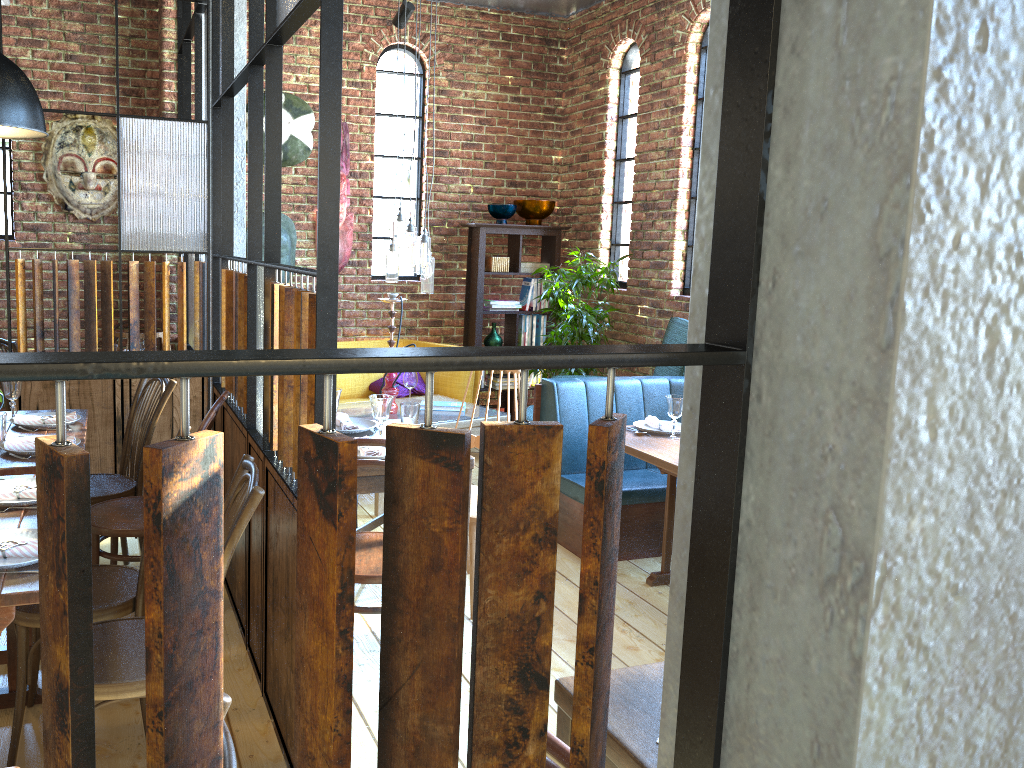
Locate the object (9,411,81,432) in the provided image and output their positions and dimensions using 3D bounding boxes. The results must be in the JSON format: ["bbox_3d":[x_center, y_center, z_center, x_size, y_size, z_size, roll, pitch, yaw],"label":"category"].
[{"bbox_3d":[-1.913,0.136,3.619,0.262,0.051,0.335,-1,9,-20],"label":"object"}]

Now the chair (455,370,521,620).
[{"bbox_3d":[-0.188,0.423,3.748,0.561,1.003,0.431,8,10,38],"label":"chair"}]

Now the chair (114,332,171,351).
[{"bbox_3d":[-2.069,0.195,4.859,0.512,1.003,0.472,-3,10,-36],"label":"chair"}]

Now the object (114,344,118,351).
[{"bbox_3d":[-2.418,-0.179,5.318,0.086,0.119,0.083,3,8,8],"label":"object"}]

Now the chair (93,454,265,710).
[{"bbox_3d":[-0.922,0.666,2.283,0.508,0.912,0.417,0,8,-18],"label":"chair"}]

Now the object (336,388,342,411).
[{"bbox_3d":[-0.728,0.116,3.516,0.103,0.191,0.094,9,11,42],"label":"object"}]

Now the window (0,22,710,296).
[{"bbox_3d":[0.802,-1.214,4.668,8.929,2.422,3.292,8,10,33],"label":"window"}]

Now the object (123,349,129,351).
[{"bbox_3d":[-2.453,-0.180,5.549,0.316,0.051,0.278,-1,9,-19],"label":"object"}]

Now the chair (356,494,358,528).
[{"bbox_3d":[-0.904,0.400,3.996,0.390,0.912,0.543,-2,9,-29],"label":"chair"}]

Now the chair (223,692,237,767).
[{"bbox_3d":[-0.575,0.877,0.996,0.508,0.912,0.417,0,8,-18],"label":"chair"}]

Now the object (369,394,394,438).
[{"bbox_3d":[-0.504,0.142,3.391,0.102,0.191,0.095,6,9,24],"label":"object"}]

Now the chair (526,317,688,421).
[{"bbox_3d":[0.587,0.133,5.431,1.036,1.094,0.807,2,8,2],"label":"chair"}]

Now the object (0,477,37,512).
[{"bbox_3d":[-1.453,0.307,2.613,0.262,0.051,0.335,-1,9,-20],"label":"object"}]

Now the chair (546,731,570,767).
[{"bbox_3d":[0.224,0.858,1.272,0.528,0.918,0.457,-2,9,-31],"label":"chair"}]

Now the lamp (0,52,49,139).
[{"bbox_3d":[-1.934,-1.572,3.101,0.521,1.322,0.539,1,8,-11],"label":"lamp"}]

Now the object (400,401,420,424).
[{"bbox_3d":[-0.425,0.139,3.656,0.081,0.119,0.088,-3,10,-33],"label":"object"}]

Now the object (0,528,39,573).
[{"bbox_3d":[-1.222,0.387,2.141,0.262,0.051,0.335,-1,9,-20],"label":"object"}]

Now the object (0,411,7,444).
[{"bbox_3d":[-1.881,0.166,3.204,0.080,0.119,0.088,-5,10,-40],"label":"object"}]

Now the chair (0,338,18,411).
[{"bbox_3d":[-2.779,0.161,5.179,0.423,0.912,0.500,7,9,31],"label":"chair"}]

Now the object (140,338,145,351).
[{"bbox_3d":[-2.220,-0.202,5.274,0.098,0.191,0.099,2,8,-3],"label":"object"}]

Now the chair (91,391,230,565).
[{"bbox_3d":[-1.369,0.482,3.386,0.546,0.918,0.443,1,8,-6],"label":"chair"}]

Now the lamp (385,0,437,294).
[{"bbox_3d":[-0.677,-1.588,5.101,0.506,2.113,0.288,3,8,3],"label":"lamp"}]

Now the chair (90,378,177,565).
[{"bbox_3d":[-1.737,0.414,3.750,0.498,0.912,0.424,-4,10,-38],"label":"chair"}]

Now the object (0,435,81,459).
[{"bbox_3d":[-1.707,0.208,3.196,0.262,0.051,0.335,-1,9,-20],"label":"object"}]

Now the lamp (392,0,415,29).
[{"bbox_3d":[-2.176,-1.936,1.993,6.065,0.273,7.484,-2,10,-23],"label":"lamp"}]

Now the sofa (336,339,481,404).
[{"bbox_3d":[-1.235,0.136,6.147,1.906,0.760,0.828,-5,11,-38],"label":"sofa"}]

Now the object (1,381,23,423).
[{"bbox_3d":[-2.055,0.060,3.625,0.099,0.191,0.098,3,8,2],"label":"object"}]

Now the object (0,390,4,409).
[{"bbox_3d":[-1.994,-0.009,3.313,0.136,0.430,0.220,2,8,-6],"label":"object"}]

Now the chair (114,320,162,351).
[{"bbox_3d":[-2.606,0.048,5.936,0.438,0.918,0.551,2,8,-2],"label":"chair"}]

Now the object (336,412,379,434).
[{"bbox_3d":[-0.716,0.164,3.668,0.316,0.051,0.278,-1,9,-19],"label":"object"}]

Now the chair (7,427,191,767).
[{"bbox_3d":[-1.234,0.599,2.659,0.508,0.912,0.417,0,8,-18],"label":"chair"}]

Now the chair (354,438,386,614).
[{"bbox_3d":[-0.473,0.575,2.959,0.438,0.918,0.551,2,8,-2],"label":"chair"}]
